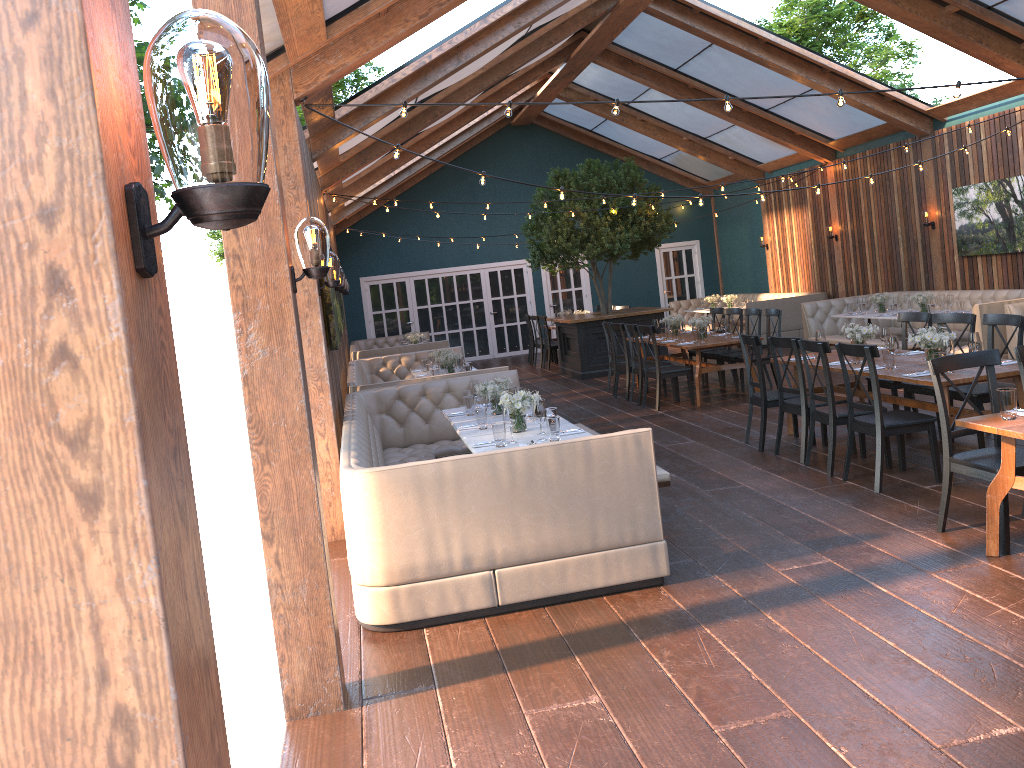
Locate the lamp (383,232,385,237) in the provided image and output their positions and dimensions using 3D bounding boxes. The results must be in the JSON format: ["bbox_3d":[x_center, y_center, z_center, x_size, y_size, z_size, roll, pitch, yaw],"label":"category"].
[{"bbox_3d":[-2.577,-3.006,17.788,0.056,0.121,0.056,-8,4,-25],"label":"lamp"}]

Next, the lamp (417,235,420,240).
[{"bbox_3d":[-1.913,-3.002,18.167,0.056,0.120,0.056,-6,3,5],"label":"lamp"}]

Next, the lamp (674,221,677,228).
[{"bbox_3d":[3.079,-3.004,16.656,0.056,0.120,0.056,-9,4,-33],"label":"lamp"}]

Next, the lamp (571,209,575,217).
[{"bbox_3d":[0.946,-2.648,13.730,0.056,0.121,0.056,-9,4,-29],"label":"lamp"}]

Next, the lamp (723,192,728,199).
[{"bbox_3d":[3.637,-3.212,15.065,0.056,0.117,0.068,-7,4,-13],"label":"lamp"}]

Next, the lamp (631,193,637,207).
[{"bbox_3d":[1.091,-1.651,7.934,0.056,0.119,0.057,-4,5,40],"label":"lamp"}]

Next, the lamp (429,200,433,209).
[{"bbox_3d":[-1.075,-2.384,11.752,0.056,0.121,0.057,-6,4,15],"label":"lamp"}]

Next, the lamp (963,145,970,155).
[{"bbox_3d":[5.102,-2.630,9.942,0.071,0.116,0.057,-6,4,13],"label":"lamp"}]

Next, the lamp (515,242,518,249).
[{"bbox_3d":[0.088,-2.669,17.065,0.056,0.119,0.060,-5,4,27],"label":"lamp"}]

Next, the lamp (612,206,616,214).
[{"bbox_3d":[1.618,-2.765,14.082,0.056,0.120,0.056,-6,4,16],"label":"lamp"}]

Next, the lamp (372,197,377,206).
[{"bbox_3d":[-1.839,-2.442,11.814,0.057,0.120,0.056,-10,5,-44],"label":"lamp"}]

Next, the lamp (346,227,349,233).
[{"bbox_3d":[-3.237,-3.025,17.400,0.057,0.120,0.056,-9,4,-40],"label":"lamp"}]

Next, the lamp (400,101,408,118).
[{"bbox_3d":[-0.783,-1.978,6.376,0.057,0.118,0.064,-9,4,-36],"label":"lamp"}]

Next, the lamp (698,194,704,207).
[{"bbox_3d":[1.768,-1.724,8.292,0.056,0.121,0.056,-7,4,-11],"label":"lamp"}]

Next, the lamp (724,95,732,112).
[{"bbox_3d":[1.491,-1.942,6.121,0.056,0.120,0.056,-9,4,-34],"label":"lamp"}]

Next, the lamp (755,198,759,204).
[{"bbox_3d":[4.531,-3.385,16.376,0.057,0.117,0.066,-9,4,-33],"label":"lamp"}]

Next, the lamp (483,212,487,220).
[{"bbox_3d":[-0.401,-2.470,13.025,0.057,0.120,0.056,-10,5,-43],"label":"lamp"}]

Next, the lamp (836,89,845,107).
[{"bbox_3d":[2.244,-1.952,6.047,0.056,0.121,0.056,-6,3,5],"label":"lamp"}]

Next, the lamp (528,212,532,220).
[{"bbox_3d":[0.269,-2.547,13.388,0.056,0.120,0.056,-8,4,-22],"label":"lamp"}]

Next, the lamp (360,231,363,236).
[{"bbox_3d":[-2.940,-2.934,17.252,0.076,0.113,0.057,-4,5,36],"label":"lamp"}]

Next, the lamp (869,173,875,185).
[{"bbox_3d":[3.783,-2.158,9.308,0.056,0.120,0.056,-8,4,-22],"label":"lamp"}]

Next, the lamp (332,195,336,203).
[{"bbox_3d":[-2.399,-2.505,11.925,0.056,0.118,0.062,-5,4,26],"label":"lamp"}]

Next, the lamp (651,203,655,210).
[{"bbox_3d":[2.296,-2.894,14.408,0.060,0.119,0.056,-8,4,-24],"label":"lamp"}]

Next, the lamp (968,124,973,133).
[{"bbox_3d":[5.636,-3.142,10.884,0.056,0.120,0.057,-4,4,33],"label":"lamp"}]

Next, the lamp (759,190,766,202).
[{"bbox_3d":[2.447,-1.835,8.635,0.056,0.120,0.056,-7,3,-4],"label":"lamp"}]

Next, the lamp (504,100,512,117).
[{"bbox_3d":[-0.028,-1.960,6.310,0.056,0.114,0.075,-7,4,-11],"label":"lamp"}]

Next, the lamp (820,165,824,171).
[{"bbox_3d":[5.612,-3.913,16.032,0.056,0.119,0.057,-5,4,19],"label":"lamp"}]

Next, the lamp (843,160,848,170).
[{"bbox_3d":[4.189,-2.756,11.130,0.056,0.120,0.056,-6,4,11],"label":"lamp"}]

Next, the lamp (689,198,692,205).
[{"bbox_3d":[2.972,-3.041,14.738,0.060,0.119,0.057,-6,4,14],"label":"lamp"}]

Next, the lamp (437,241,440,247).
[{"bbox_3d":[-1.430,-2.721,17.180,0.056,0.119,0.059,-7,4,-5],"label":"lamp"}]

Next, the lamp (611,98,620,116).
[{"bbox_3d":[0.734,-1.949,6.233,0.075,0.114,0.057,-4,5,36],"label":"lamp"}]

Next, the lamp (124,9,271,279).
[{"bbox_3d":[-0.384,-0.300,1.096,0.178,0.319,0.146,-7,3,-10],"label":"lamp"}]

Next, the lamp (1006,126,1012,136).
[{"bbox_3d":[5.746,-2.925,10.243,0.060,0.119,0.057,-6,4,13],"label":"lamp"}]

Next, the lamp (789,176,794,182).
[{"bbox_3d":[4.962,-3.645,15.708,0.064,0.118,0.057,-7,3,-1],"label":"lamp"}]

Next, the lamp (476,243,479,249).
[{"bbox_3d":[-0.661,-2.669,17.094,0.056,0.114,0.074,-4,5,33],"label":"lamp"}]

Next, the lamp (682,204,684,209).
[{"bbox_3d":[4.099,-4.250,21.205,0.056,0.120,0.056,-8,4,-27],"label":"lamp"}]

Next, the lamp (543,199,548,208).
[{"bbox_3d":[0.436,-2.364,11.603,0.056,0.121,0.056,-7,3,-1],"label":"lamp"}]

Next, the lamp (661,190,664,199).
[{"bbox_3d":[1.943,-2.451,11.429,0.056,0.120,0.056,-9,4,-35],"label":"lamp"}]

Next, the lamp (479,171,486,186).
[{"bbox_3d":[-0.243,-1.674,7.202,0.056,0.119,0.059,-5,4,21],"label":"lamp"}]

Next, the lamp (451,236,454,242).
[{"bbox_3d":[-1.252,-3.034,18.547,0.056,0.120,0.056,-7,3,-8],"label":"lamp"}]

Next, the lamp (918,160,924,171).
[{"bbox_3d":[4.447,-2.374,9.629,0.056,0.120,0.056,-5,4,18],"label":"lamp"}]

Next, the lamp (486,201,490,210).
[{"bbox_3d":[-0.322,-2.358,11.680,0.056,0.120,0.056,-6,3,3],"label":"lamp"}]

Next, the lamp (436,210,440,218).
[{"bbox_3d":[-1.061,-2.429,12.646,0.056,0.118,0.062,-4,4,32],"label":"lamp"}]

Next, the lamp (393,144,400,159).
[{"bbox_3d":[-0.890,-1.795,6.829,0.068,0.117,0.057,-7,3,-3],"label":"lamp"}]

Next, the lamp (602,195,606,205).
[{"bbox_3d":[1.195,-2.397,11.525,0.056,0.121,0.057,-5,4,31],"label":"lamp"}]

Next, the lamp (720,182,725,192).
[{"bbox_3d":[2.697,-2.523,11.337,0.056,0.121,0.056,-6,3,5],"label":"lamp"}]

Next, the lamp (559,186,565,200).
[{"bbox_3d":[0.425,-1.630,7.566,0.056,0.120,0.056,-7,4,-13],"label":"lamp"}]

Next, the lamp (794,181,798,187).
[{"bbox_3d":[5.216,-3.669,16.242,0.074,0.114,0.056,-7,4,-4],"label":"lamp"}]

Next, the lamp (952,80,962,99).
[{"bbox_3d":[2.994,-1.981,5.961,0.057,0.119,0.056,-8,4,-16],"label":"lamp"}]

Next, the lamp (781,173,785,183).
[{"bbox_3d":[3.442,-2.618,11.256,0.056,0.117,0.068,-3,5,44],"label":"lamp"}]

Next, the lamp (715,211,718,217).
[{"bbox_3d":[3.812,-3.169,16.514,0.056,0.120,0.056,-9,4,-32],"label":"lamp"}]

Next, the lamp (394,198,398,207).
[{"bbox_3d":[-1.550,-2.422,11.791,0.056,0.121,0.056,-7,3,-7],"label":"lamp"}]

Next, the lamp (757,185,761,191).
[{"bbox_3d":[4.298,-3.414,15.406,0.056,0.120,0.056,-8,4,-27],"label":"lamp"}]

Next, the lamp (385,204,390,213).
[{"bbox_3d":[-1.729,-2.438,12.279,0.056,0.118,0.066,-4,5,39],"label":"lamp"}]

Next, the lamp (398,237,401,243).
[{"bbox_3d":[-2.192,-2.810,17.220,0.060,0.119,0.056,-8,4,-16],"label":"lamp"}]

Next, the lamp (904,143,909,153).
[{"bbox_3d":[4.913,-2.941,11.024,0.064,0.118,0.056,-8,4,-16],"label":"lamp"}]

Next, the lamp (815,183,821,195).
[{"bbox_3d":[3.108,-1.979,8.988,0.056,0.120,0.056,-6,4,9],"label":"lamp"}]
